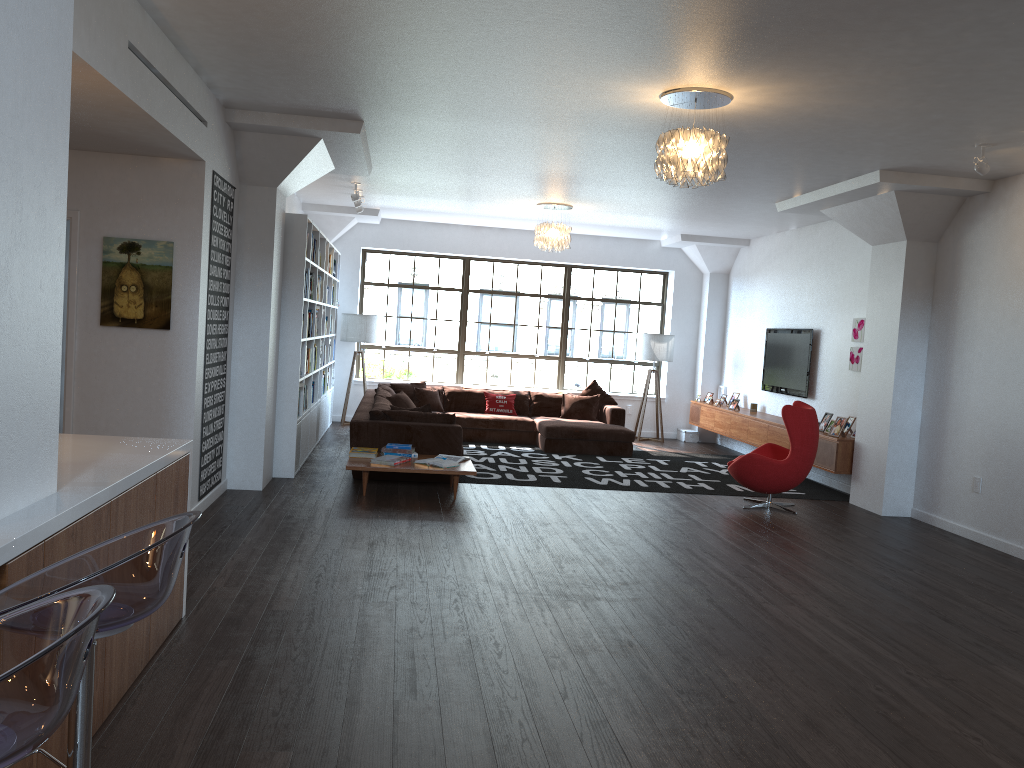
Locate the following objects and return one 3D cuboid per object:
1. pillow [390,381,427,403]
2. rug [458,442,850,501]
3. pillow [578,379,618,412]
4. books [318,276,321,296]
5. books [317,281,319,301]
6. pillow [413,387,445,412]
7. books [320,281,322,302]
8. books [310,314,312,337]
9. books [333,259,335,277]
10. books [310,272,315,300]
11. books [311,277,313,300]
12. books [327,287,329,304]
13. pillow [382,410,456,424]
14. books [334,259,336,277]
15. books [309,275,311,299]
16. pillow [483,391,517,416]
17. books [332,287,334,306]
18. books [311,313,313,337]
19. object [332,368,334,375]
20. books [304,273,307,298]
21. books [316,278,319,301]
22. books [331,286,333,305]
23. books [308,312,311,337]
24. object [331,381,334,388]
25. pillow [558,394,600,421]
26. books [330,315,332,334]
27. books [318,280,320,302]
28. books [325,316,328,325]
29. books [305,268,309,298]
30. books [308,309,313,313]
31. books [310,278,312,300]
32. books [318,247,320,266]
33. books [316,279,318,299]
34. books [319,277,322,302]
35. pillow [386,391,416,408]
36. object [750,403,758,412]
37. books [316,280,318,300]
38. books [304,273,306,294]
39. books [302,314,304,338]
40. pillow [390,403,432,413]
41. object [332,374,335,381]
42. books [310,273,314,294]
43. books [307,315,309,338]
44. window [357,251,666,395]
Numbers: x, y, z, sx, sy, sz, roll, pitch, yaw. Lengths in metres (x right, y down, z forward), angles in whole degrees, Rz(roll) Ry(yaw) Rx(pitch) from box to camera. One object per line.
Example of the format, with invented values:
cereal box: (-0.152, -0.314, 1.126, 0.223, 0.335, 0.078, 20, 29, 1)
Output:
pillow: (-1.341, 0.174, 11.954, 0.580, 0.418, 0.334, 1, 4, -34)
rug: (1.312, 0.960, 10.247, 4.200, 0.007, 3.100, 3, 3, -6)
pillow: (1.118, 0.228, 12.356, 0.651, 0.587, 0.335, 2, 4, -28)
books: (-2.235, -1.063, 9.903, 0.176, 0.290, 0.053, 3, 3, -7)
books: (-2.204, -1.016, 9.712, 0.161, 0.223, 0.027, 3, 3, -7)
pillow: (-1.141, 0.210, 11.884, 0.489, 0.337, 0.238, 1, 4, -38)
books: (-2.243, -1.052, 10.038, 0.159, 0.250, 0.026, 3, 3, -7)
books: (-2.150, -0.605, 9.105, 0.174, 0.239, 0.045, 3, 3, -7)
books: (-2.455, -1.545, 11.791, 0.183, 0.253, 0.042, 3, 3, -7)
books: (-2.153, -1.018, 9.240, 0.176, 0.291, 0.053, 3, 3, -7)
books: (-2.132, -0.982, 9.078, 0.174, 0.240, 0.054, 3, 3, -7)
books: (-2.408, -1.122, 11.244, 0.158, 0.226, 0.052, 3, 3, -7)
pillow: (-0.910, 0.433, 8.679, 0.750, 0.364, 0.289, 3, 3, -8)
books: (-2.471, -1.554, 11.921, 0.183, 0.253, 0.042, 3, 3, -7)
books: (-2.128, -0.981, 8.965, 0.183, 0.253, 0.042, 3, 3, -7)
pillow: (-0.159, 0.274, 12.154, 0.465, 0.308, 0.220, 3, 3, -11)
books: (-2.457, -1.168, 11.749, 0.183, 0.253, 0.034, 3, 3, -8)
books: (-2.155, -0.617, 9.178, 0.182, 0.253, 0.034, 3, 3, -7)
object: (-2.650, -0.177, 12.334, 0.316, 0.088, 0.410, 3, 3, -7)
books: (-2.038, -0.935, 8.385, 0.174, 0.242, 0.105, 3, 3, -7)
books: (-2.189, -1.023, 9.582, 0.182, 0.253, 0.034, 3, 3, -7)
books: (-2.439, -1.158, 11.589, 0.183, 0.253, 0.034, 3, 3, -8)
books: (-2.139, -0.605, 9.005, 0.182, 0.253, 0.034, 3, 3, -7)
object: (-2.655, -0.001, 12.346, 0.331, 0.088, 0.410, 3, 3, -7)
pillow: (0.929, 0.309, 12.171, 0.542, 0.362, 0.248, 5, 3, 13)
books: (-2.503, -0.798, 11.857, 0.183, 0.253, 0.042, 3, 3, -7)
books: (-2.222, -1.033, 9.829, 0.174, 0.239, 0.045, 3, 3, -7)
books: (-2.417, -0.747, 11.272, 0.140, 0.231, 0.042, 3, 3, -7)
books: (-2.038, -0.964, 8.461, 0.176, 0.290, 0.053, 3, 3, -7)
books: (-2.172, -0.640, 9.238, 0.176, 0.294, 0.102, 3, 3, -7)
books: (-2.119, -0.968, 9.004, 0.161, 0.223, 0.032, 3, 3, -7)
books: (-2.197, -1.391, 9.730, 0.158, 0.226, 0.052, 3, 3, -7)
books: (-2.162, -1.011, 9.411, 0.182, 0.253, 0.034, 3, 3, -7)
books: (-2.247, -1.065, 9.962, 0.197, 0.283, 0.065, 3, 3, -7)
pillow: (-1.263, 0.291, 10.337, 0.325, 0.391, 0.625, 4, 3, 9)
object: (3.210, 0.314, 11.770, 0.089, 0.110, 0.089, 6, 4, 38)
books: (-2.176, -1.009, 9.484, 0.174, 0.239, 0.045, 3, 3, -7)
books: (-2.024, -0.926, 8.303, 0.172, 0.235, 0.112, 3, 3, -7)
books: (-2.069, -0.559, 8.491, 0.140, 0.231, 0.042, 3, 3, -7)
pillow: (-0.978, 0.371, 8.935, 0.559, 0.411, 0.269, 6, 4, 39)
object: (-2.649, -0.089, 12.340, 0.331, 0.088, 0.410, 3, 3, -7)
books: (-2.163, -1.013, 9.187, 0.198, 0.284, 0.049, 3, 3, -7)
books: (-2.122, -0.582, 8.878, 0.161, 0.223, 0.027, 3, 3, -7)
window: (0.035, -0.898, 13.553, 4.648, 1.905, 0.114, 3, 3, -7)
